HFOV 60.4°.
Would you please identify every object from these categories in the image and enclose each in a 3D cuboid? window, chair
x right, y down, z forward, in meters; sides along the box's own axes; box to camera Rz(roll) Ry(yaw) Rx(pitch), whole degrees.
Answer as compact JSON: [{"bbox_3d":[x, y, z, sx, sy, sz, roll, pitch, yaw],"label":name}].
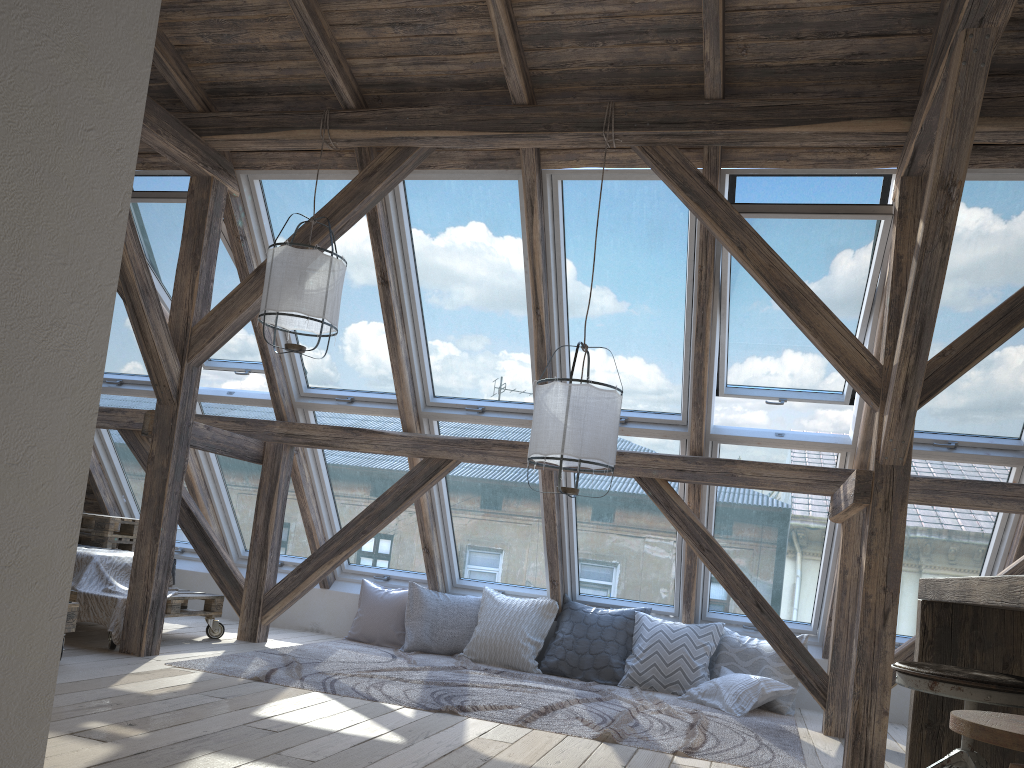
[{"bbox_3d":[1.633,1.003,5.619,0.853,1.261,1.114,5,-7,16],"label":"window"},{"bbox_3d":[2.515,1.062,5.371,0.853,1.261,1.114,5,-7,16],"label":"window"},{"bbox_3d":[0.635,-0.438,4.989,0.853,1.261,1.114,5,-7,16],"label":"window"},{"bbox_3d":[1.033,0.977,2.016,0.358,0.629,0.353,12,-7,-40],"label":"chair"},{"bbox_3d":[0.752,0.945,5.866,0.853,1.261,1.114,5,-7,16],"label":"window"},{"bbox_3d":[-1.998,-0.604,5.777,0.853,1.260,1.373,5,-8,16],"label":"window"},{"bbox_3d":[-1.128,-0.555,5.485,0.853,1.261,1.114,5,-7,16],"label":"window"},{"bbox_3d":[1.529,-0.369,4.789,0.853,1.260,1.430,5,-8,16],"label":"window"},{"bbox_3d":[0.860,0.861,1.426,0.340,0.588,0.346,3,-7,36],"label":"chair"},{"bbox_3d":[-0.247,-0.497,5.237,0.853,1.261,1.114,5,-7,16],"label":"window"},{"bbox_3d":[2.398,-0.321,4.494,0.853,1.261,1.114,5,-7,16],"label":"window"},{"bbox_3d":[-2.774,0.711,6.857,0.853,1.261,1.114,5,-7,16],"label":"window"},{"bbox_3d":[-1.893,0.769,6.609,0.853,1.261,1.114,5,-7,16],"label":"window"},{"bbox_3d":[-0.130,0.886,6.114,0.853,1.261,1.114,5,-7,16],"label":"window"},{"bbox_3d":[-2.891,-0.672,5.980,0.853,1.261,1.114,5,-7,16],"label":"window"},{"bbox_3d":[-1.011,0.828,6.362,0.853,1.261,1.114,5,-7,16],"label":"window"}]

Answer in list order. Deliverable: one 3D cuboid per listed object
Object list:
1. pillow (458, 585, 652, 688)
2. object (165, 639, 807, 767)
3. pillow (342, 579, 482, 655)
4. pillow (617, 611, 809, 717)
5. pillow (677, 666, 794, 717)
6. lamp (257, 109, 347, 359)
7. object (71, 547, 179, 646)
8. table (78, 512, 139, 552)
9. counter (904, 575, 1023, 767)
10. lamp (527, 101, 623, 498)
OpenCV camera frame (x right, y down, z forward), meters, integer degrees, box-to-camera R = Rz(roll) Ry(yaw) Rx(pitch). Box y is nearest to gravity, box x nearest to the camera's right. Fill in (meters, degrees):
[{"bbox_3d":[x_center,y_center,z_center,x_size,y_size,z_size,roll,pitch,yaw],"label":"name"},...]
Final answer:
[{"bbox_3d":[0.284,1.727,6.085,1.268,0.557,0.475,4,-7,17],"label":"pillow"},{"bbox_3d":[0.018,1.750,5.134,3.177,0.056,2.228,4,-11,16],"label":"object"},{"bbox_3d":[-0.666,1.704,6.374,1.131,0.519,0.442,6,-7,8],"label":"pillow"},{"bbox_3d":[1.322,1.815,5.744,1.151,0.528,0.510,3,-8,21],"label":"pillow"},{"bbox_3d":[1.353,1.890,5.391,0.480,0.239,0.539,13,-11,-32],"label":"pillow"},{"bbox_3d":[-1.029,-0.798,4.524,0.401,1.290,0.410,8,-5,-8],"label":"lamp"},{"bbox_3d":[-2.225,1.253,5.217,1.010,0.468,0.823,-3,-13,45],"label":"object"},{"bbox_3d":[-3.215,1.301,6.503,1.013,0.693,0.686,4,-8,16],"label":"table"},{"bbox_3d":[2.267,1.111,2.479,2.235,0.841,3.883,4,-11,16],"label":"counter"},{"bbox_3d":[0.367,-0.415,4.101,0.404,1.873,0.407,10,-5,-33],"label":"lamp"}]
